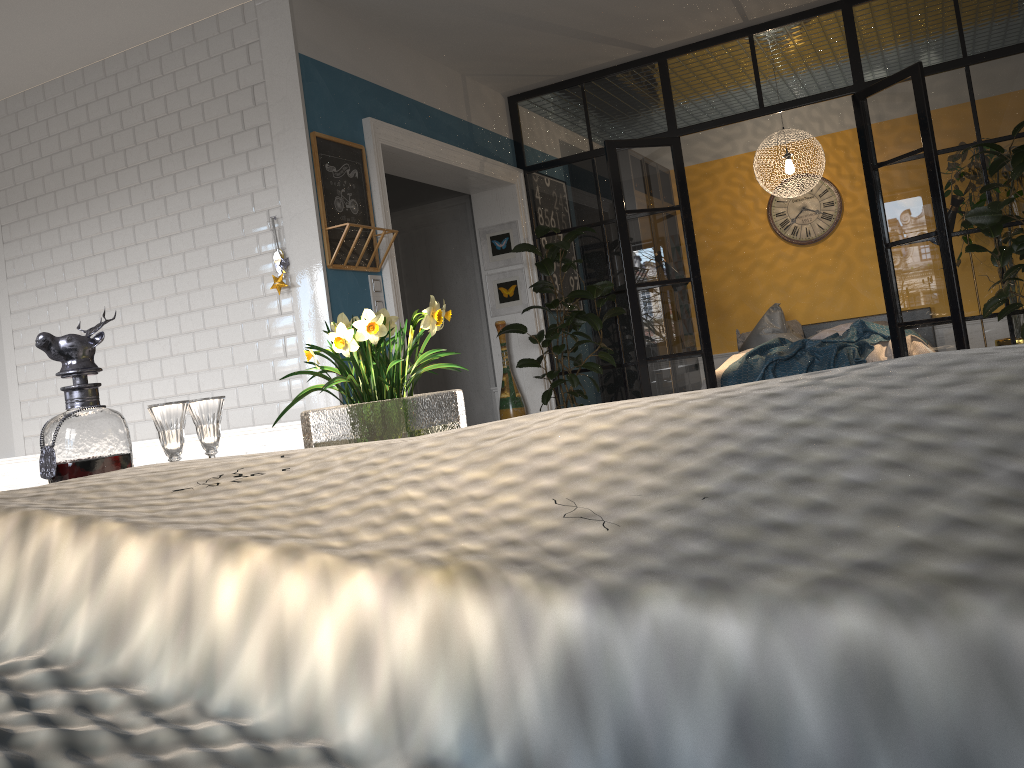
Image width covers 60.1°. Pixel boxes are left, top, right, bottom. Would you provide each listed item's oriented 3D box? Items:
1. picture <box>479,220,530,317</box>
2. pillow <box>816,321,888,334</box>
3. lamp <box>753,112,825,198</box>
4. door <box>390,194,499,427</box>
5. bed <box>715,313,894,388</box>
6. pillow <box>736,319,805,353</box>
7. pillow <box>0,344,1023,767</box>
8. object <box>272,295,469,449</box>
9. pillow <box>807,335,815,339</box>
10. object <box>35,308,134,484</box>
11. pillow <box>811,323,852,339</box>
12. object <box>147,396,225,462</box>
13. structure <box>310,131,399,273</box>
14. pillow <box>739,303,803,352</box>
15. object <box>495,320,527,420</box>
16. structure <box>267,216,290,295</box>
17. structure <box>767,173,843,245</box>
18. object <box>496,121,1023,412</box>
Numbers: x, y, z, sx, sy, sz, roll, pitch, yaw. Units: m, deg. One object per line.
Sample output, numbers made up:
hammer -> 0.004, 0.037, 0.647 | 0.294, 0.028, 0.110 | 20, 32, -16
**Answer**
picture -> -0.483, -0.879, 6.433 | 0.357, 0.754, 1.950 | -9, 0, 26
pillow -> 3.280, -0.423, 8.417 | 0.772, 0.297, 0.528 | -8, 0, 26
lamp -> 2.448, -2.212, 7.938 | 0.618, 1.099, 0.613 | -7, -2, -23
door -> -0.623, -0.474, 8.006 | 1.033, 2.314, 0.178 | -9, -3, 26
bed -> 2.797, -0.172, 7.725 | 1.889, 0.772, 2.328 | -8, 0, 26
pillow -> 2.629, -0.388, 8.749 | 0.756, 0.457, 0.512 | -8, -1, -3
pillow -> 0.157, 0.112, 0.003 | 0.797, 0.363, 0.443 | -8, -1, 8
object -> -0.229, 0.026, 1.610 | 0.350, 0.352, 0.325 | -9, -2, 28
pillow -> 2.963, -0.363, 8.364 | 0.477, 0.267, 0.619 | -8, 0, -43
object -> -0.809, 0.071, 1.669 | 0.156, 0.418, 0.147 | -5, -4, -45
pillow -> 3.072, -0.442, 8.070 | 0.594, 0.228, 0.482 | -8, 0, -15
object -> -0.659, 0.147, 1.829 | 0.082, 0.228, 0.168 | -10, -3, 37
structure -> -0.884, -1.047, 5.077 | 0.184, 0.778, 0.496 | -9, -2, 26
pillow -> 2.434, -0.454, 8.375 | 0.779, 0.601, 0.500 | -8, -2, 32
object -> -0.019, 0.052, 7.074 | 0.215, 1.127, 0.216 | -9, -3, 20
structure -> -1.304, -0.714, 4.918 | 0.133, 0.449, 0.078 | -9, -3, 14
structure -> 2.949, -1.764, 8.927 | 0.724, 0.727, 0.071 | -8, -3, 26
object -> 1.833, -0.529, 6.018 | 3.880, 1.800, 1.012 | -8, -2, 25
